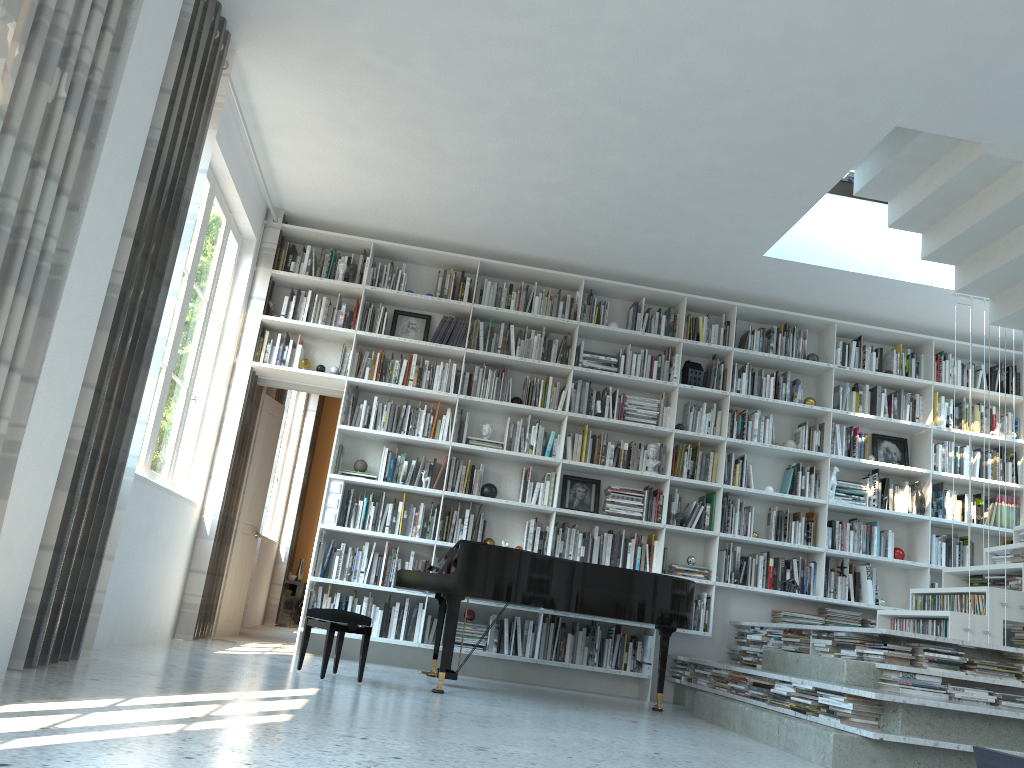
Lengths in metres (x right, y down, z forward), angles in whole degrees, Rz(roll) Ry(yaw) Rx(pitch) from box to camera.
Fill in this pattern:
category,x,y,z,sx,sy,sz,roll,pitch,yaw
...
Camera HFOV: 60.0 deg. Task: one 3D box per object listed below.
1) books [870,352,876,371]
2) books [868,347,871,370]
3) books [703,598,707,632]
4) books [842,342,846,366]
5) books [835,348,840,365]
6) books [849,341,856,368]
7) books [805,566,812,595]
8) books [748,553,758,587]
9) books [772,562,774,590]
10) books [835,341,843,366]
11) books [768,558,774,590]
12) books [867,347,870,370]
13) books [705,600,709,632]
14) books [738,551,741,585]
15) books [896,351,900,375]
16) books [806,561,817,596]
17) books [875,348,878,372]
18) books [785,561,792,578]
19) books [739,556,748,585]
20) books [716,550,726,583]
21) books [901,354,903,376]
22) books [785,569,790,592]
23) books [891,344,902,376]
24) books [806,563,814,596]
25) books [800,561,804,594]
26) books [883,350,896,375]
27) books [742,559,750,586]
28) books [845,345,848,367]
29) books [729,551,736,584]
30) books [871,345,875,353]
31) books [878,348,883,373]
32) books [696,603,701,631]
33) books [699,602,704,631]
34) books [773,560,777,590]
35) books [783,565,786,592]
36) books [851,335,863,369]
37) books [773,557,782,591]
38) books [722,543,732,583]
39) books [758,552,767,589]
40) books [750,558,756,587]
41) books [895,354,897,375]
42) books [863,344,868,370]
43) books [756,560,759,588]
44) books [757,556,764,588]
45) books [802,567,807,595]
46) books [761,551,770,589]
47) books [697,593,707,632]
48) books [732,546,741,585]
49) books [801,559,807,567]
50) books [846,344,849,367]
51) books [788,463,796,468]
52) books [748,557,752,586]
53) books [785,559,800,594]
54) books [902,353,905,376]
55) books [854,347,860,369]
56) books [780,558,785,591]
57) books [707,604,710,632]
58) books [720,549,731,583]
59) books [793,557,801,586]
category,x,y,z,sx,sy,sz,roll,pitch,yaw
books,2.954,-0.144,7.352,0.024,0.201,0.190,9,-14,-5
books,2.934,-0.169,7.370,0.021,0.253,0.152,9,-14,-5
books,1.424,1.721,6.657,0.015,0.270,0.158,9,-14,-5
books,2.705,-0.203,7.337,0.026,0.241,0.185,9,-14,-5
books,2.653,-0.184,7.319,0.022,0.182,0.190,9,-14,-5
books,2.794,-0.204,7.357,0.048,0.277,0.150,9,-14,-5
books,2.268,1.531,6.873,0.025,0.227,0.176,9,-14,-5
books,1.857,1.448,6.858,0.014,0.267,0.172,9,-14,-5
books,1.989,1.485,6.868,0.025,0.237,0.157,9,-14,-5
books,2.680,-0.210,7.341,0.025,0.250,0.178,9,-14,-5
books,1.964,1.474,6.853,0.031,0.243,0.185,9,-14,-5
books,2.912,-0.166,7.357,0.022,0.235,0.172,9,-14,-5
books,1.436,1.738,6.640,0.013,0.232,0.149,9,-14,-5
books,1.720,1.419,6.837,0.010,0.276,0.174,9,-14,-5
books,3.168,-0.131,7.383,0.016,0.251,0.189,9,-14,-5
books,2.320,1.519,6.889,0.025,0.271,0.171,9,-14,-5
books,3.002,-0.155,7.385,0.012,0.253,0.161,9,-14,-5
books,2.126,1.500,6.876,0.012,0.248,0.165,9,-14,-5
books,1.754,1.448,6.840,0.065,0.230,0.162,9,-14,-5
books,1.607,1.414,6.835,0.012,0.253,0.161,9,-14,-5
books,3.202,-0.115,7.375,0.007,0.225,0.170,9,-14,-5
books,2.104,1.529,6.864,0.025,0.180,0.169,9,-14,-5
books,3.201,-0.160,7.394,0.007,0.320,0.166,9,-14,-5
books,2.295,1.522,6.885,0.026,0.257,0.157,9,-14,-5
books,2.221,1.510,6.890,0.021,0.264,0.150,9,-14,-5
books,3.136,-0.141,7.373,0.019,0.255,0.169,9,-14,-5
books,1.790,1.461,6.843,0.011,0.216,0.176,9,-14,-5
books,2.728,-0.192,7.345,0.024,0.230,0.169,9,-14,-5
books,1.674,1.419,6.823,0.023,0.255,0.178,9,-14,-5
books,2.973,-0.171,7.388,0.012,0.278,0.153,9,-14,-5
books,3.024,-0.157,7.375,0.030,0.257,0.165,9,-14,-5
books,1.377,1.733,6.636,0.012,0.225,0.149,9,-14,-5
books,1.389,1.737,6.619,0.011,0.211,0.179,9,-14,-5
books,2.011,1.488,6.877,0.021,0.242,0.131,9,-14,-5
books,2.082,1.513,6.871,0.022,0.210,0.136,9,-14,-5
books,2.859,-0.223,7.360,0.014,0.331,0.181,9,-14,-5
books,2.037,1.478,6.865,0.026,0.261,0.174,9,-14,-5
books,1.648,1.386,6.827,0.010,0.315,0.187,9,-14,-5
books,1.932,1.454,6.873,0.012,0.284,0.160,9,-14,-5
books,1.836,1.465,6.854,0.024,0.227,0.160,9,-14,-5
books,3.147,-0.121,7.373,0.008,0.220,0.183,9,-14,-5
books,2.897,-0.181,7.358,0.014,0.261,0.168,9,-14,-5
books,1.867,1.474,6.858,0.012,0.220,0.153,9,-14,-5
books,1.889,1.458,6.848,0.025,0.252,0.182,9,-14,-5
books,2.237,1.531,6.874,0.013,0.219,0.169,9,-14,-5
books,1.947,1.447,6.854,0.012,0.292,0.175,9,-14,-5
books,1.410,1.706,6.636,0.021,0.284,0.173,9,-14,-5
books,1.703,1.405,6.829,0.030,0.293,0.189,9,-14,-5
books,2.250,1.509,6.907,0.012,0.281,0.144,9,-14,-5
books,2.753,-0.193,7.367,0.027,0.249,0.140,9,-14,-5
books,2.230,0.783,7.074,0.016,0.289,0.135,9,-14,-5
books,1.810,1.459,6.856,0.029,0.234,0.142,9,-14,-5
books,2.165,1.497,6.876,0.070,0.265,0.186,9,-14,-5
books,3.220,-0.122,7.386,0.031,0.248,0.165,9,-14,-5
books,2.829,-0.175,7.356,0.030,0.230,0.148,9,-14,-5
books,2.062,1.484,6.874,0.026,0.262,0.170,9,-14,-5
books,1.445,1.756,6.650,0.012,0.205,0.161,9,-14,-5
books,1.628,1.409,6.818,0.023,0.261,0.187,9,-14,-5
books,2.207,1.493,6.891,0.013,0.293,0.135,9,-14,-5
